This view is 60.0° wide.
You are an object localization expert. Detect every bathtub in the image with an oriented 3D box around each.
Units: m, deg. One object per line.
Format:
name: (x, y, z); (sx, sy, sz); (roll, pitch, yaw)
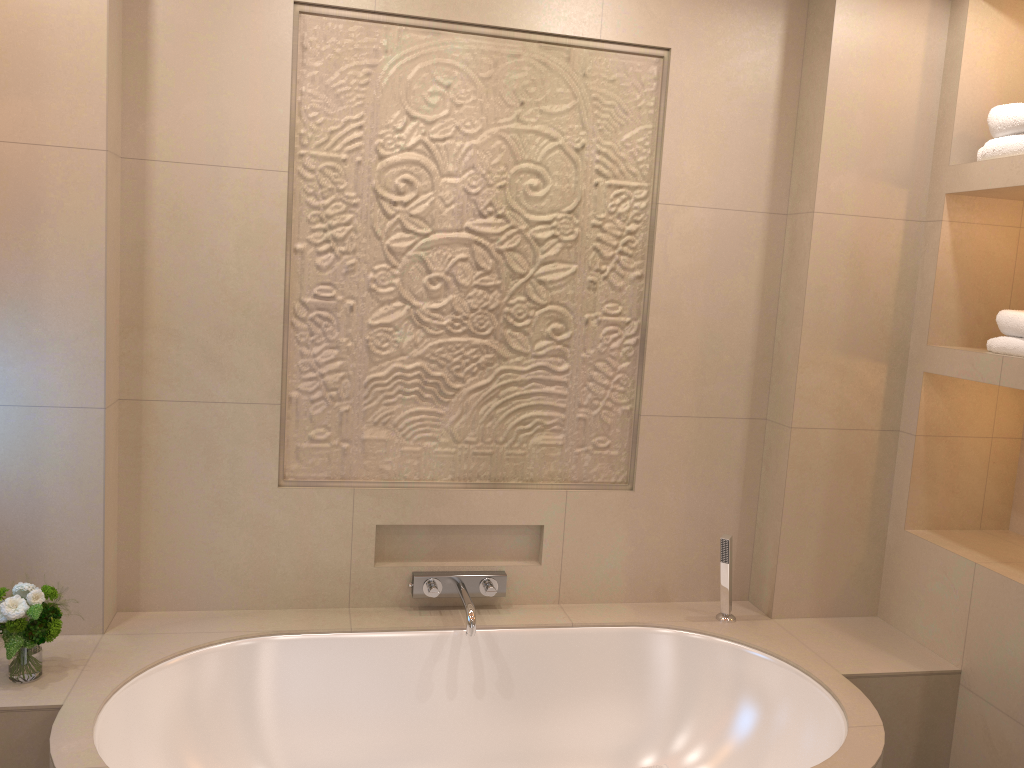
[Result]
bathtub: (-0.073, 1.009, 2.198); (2.662, 0.540, 1.060); (2, 7, -13)

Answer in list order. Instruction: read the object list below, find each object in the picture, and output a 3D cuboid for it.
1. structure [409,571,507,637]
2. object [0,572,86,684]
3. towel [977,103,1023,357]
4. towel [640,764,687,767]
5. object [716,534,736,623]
structure: (-0.141, 0.627, 2.546); (0.290, 0.097, 0.259); (2, 7, -13)
object: (-1.138, 0.557, 2.063); (0.197, 0.252, 0.229); (8, 8, 29)
towel: (0.037, -0.478, 2.018); (3.195, 0.726, 0.517); (2, 7, -12)
towel: (0.201, 0.998, 1.780); (0.374, 0.463, 0.453); (2, 7, -11)
object: (0.648, 0.583, 2.673); (0.059, 0.280, 0.114); (8, 8, 32)
